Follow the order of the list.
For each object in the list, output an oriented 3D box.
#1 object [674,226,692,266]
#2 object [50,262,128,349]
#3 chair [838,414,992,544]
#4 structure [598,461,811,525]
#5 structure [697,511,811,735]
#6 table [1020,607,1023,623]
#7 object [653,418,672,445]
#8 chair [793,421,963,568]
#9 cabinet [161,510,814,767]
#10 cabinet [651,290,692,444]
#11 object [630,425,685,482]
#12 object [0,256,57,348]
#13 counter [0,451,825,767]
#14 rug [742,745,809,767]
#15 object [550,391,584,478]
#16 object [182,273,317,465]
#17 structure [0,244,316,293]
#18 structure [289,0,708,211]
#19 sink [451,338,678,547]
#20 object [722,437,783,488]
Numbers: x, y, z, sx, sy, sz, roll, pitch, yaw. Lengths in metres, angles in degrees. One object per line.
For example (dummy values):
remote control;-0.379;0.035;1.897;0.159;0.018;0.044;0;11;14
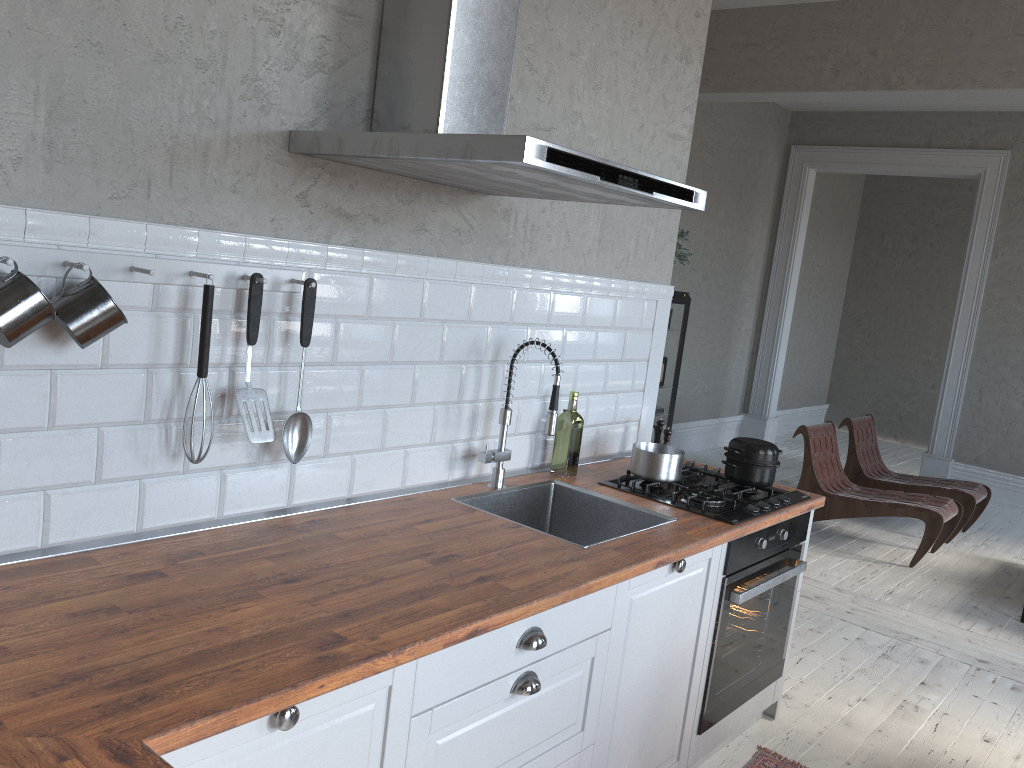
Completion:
object;1.061;-0.934;6.311;0.406;0.506;0.406;2;10;-36
object;-0.794;-0.146;1.660;0.139;0.161;0.106;2;9;-35
chair;2.906;0.673;6.463;0.996;0.720;0.518;13;10;37
structure;0.660;0.345;2.978;0.486;0.031;0.618;14;10;38
structure;0.599;0.698;3.046;0.606;0.622;0.635;13;10;38
table;3.442;1.178;4.923;0.832;0.302;1.337;14;10;38
object;0.567;0.213;3.341;0.071;0.166;0.036;13;10;38
chair;2.355;0.697;5.784;0.996;0.720;0.518;13;10;37
cabinet;0.144;0.934;1.525;1.996;0.854;4.180;7;8;-5
cabinet;0.937;0.038;6.435;0.341;1.470;0.631;13;10;38
object;0.469;0.232;3.014;0.177;0.134;0.300;5;8;-17
object;-0.883;-0.144;1.564;0.106;0.161;0.139;14;10;40
counter;0.631;0.610;1.319;3.098;0.039;3.461;14;10;38
rug;0.718;1.325;2.333;0.721;0.014;1.316;14;10;38
object;0.185;0.162;2.950;0.088;0.282;0.083;13;10;38
object;-0.556;-0.020;1.956;0.079;0.442;0.336;13;10;38
structure;-0.821;-0.220;1.646;0.092;0.053;1.108;14;10;38
structure;0.078;-1.264;2.020;0.698;1.594;0.727;13;10;38
sink;0.149;0.247;2.538;0.517;0.720;0.496;13;10;38
object;0.820;0.268;3.034;0.188;0.147;0.195;10;8;18
